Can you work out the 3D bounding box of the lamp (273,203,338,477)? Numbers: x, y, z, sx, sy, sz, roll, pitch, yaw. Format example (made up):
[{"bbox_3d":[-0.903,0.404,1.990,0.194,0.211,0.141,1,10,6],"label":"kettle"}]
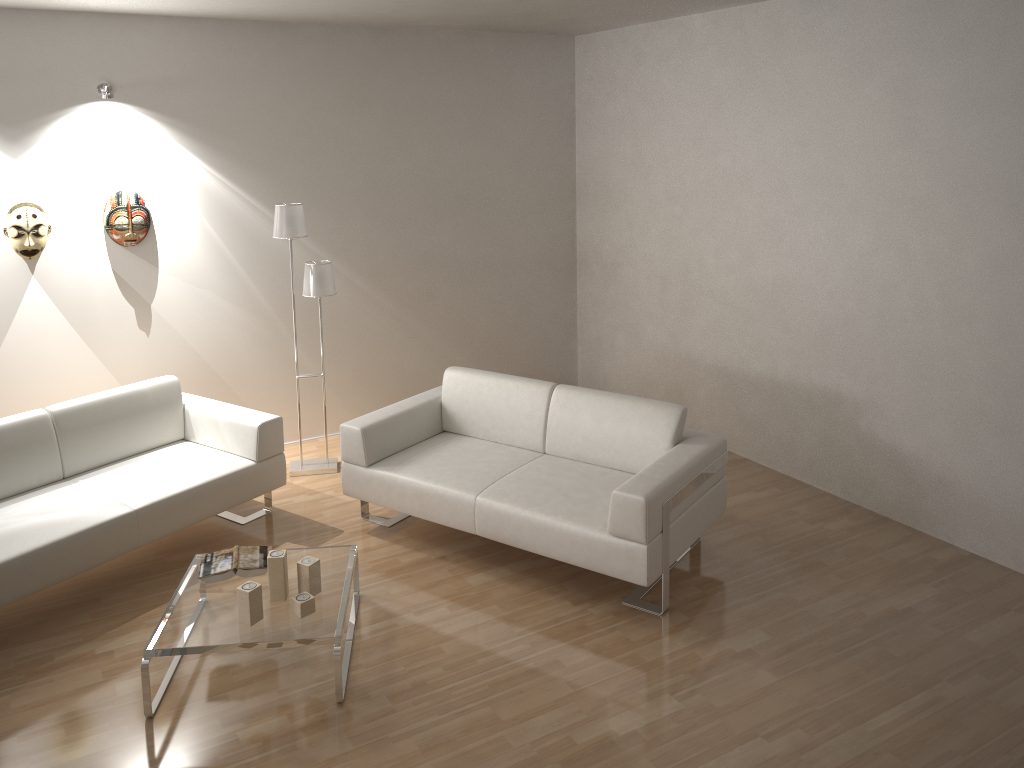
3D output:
[{"bbox_3d":[-1.246,-0.275,5.364,0.365,1.632,0.213,-2,8,-10],"label":"lamp"}]

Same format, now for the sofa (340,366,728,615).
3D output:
[{"bbox_3d":[0.080,0.428,4.452,1.797,0.721,0.925,9,16,34],"label":"sofa"}]

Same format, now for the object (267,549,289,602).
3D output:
[{"bbox_3d":[-0.925,0.751,3.462,0.067,0.192,0.068,-2,8,-5],"label":"object"}]

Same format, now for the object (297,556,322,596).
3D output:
[{"bbox_3d":[-0.809,0.763,3.492,0.067,0.147,0.068,4,10,29],"label":"object"}]

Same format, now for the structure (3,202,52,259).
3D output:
[{"bbox_3d":[-2.743,-0.863,4.963,0.245,0.321,0.132,-7,10,-29],"label":"structure"}]

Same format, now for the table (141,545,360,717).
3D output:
[{"bbox_3d":[-1.004,0.955,3.536,0.700,0.243,0.819,-2,15,-5],"label":"table"}]

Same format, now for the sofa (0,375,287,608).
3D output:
[{"bbox_3d":[-2.092,0.519,4.263,0.913,0.720,1.821,7,17,33],"label":"sofa"}]

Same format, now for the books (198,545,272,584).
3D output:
[{"bbox_3d":[-1.167,0.755,3.706,0.292,0.054,0.209,-5,16,-15],"label":"books"}]

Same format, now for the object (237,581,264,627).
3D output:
[{"bbox_3d":[-0.987,0.821,3.301,0.067,0.147,0.068,4,10,29],"label":"object"}]

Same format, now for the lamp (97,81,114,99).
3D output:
[{"bbox_3d":[-2.350,-1.702,5.072,0.081,0.105,0.195,-7,15,-29],"label":"lamp"}]

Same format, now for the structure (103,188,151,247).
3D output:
[{"bbox_3d":[-2.302,-0.995,5.249,0.267,0.346,0.076,-7,10,-30],"label":"structure"}]

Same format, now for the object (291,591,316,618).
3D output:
[{"bbox_3d":[-0.800,0.840,3.356,0.068,0.072,0.068,10,16,44],"label":"object"}]
